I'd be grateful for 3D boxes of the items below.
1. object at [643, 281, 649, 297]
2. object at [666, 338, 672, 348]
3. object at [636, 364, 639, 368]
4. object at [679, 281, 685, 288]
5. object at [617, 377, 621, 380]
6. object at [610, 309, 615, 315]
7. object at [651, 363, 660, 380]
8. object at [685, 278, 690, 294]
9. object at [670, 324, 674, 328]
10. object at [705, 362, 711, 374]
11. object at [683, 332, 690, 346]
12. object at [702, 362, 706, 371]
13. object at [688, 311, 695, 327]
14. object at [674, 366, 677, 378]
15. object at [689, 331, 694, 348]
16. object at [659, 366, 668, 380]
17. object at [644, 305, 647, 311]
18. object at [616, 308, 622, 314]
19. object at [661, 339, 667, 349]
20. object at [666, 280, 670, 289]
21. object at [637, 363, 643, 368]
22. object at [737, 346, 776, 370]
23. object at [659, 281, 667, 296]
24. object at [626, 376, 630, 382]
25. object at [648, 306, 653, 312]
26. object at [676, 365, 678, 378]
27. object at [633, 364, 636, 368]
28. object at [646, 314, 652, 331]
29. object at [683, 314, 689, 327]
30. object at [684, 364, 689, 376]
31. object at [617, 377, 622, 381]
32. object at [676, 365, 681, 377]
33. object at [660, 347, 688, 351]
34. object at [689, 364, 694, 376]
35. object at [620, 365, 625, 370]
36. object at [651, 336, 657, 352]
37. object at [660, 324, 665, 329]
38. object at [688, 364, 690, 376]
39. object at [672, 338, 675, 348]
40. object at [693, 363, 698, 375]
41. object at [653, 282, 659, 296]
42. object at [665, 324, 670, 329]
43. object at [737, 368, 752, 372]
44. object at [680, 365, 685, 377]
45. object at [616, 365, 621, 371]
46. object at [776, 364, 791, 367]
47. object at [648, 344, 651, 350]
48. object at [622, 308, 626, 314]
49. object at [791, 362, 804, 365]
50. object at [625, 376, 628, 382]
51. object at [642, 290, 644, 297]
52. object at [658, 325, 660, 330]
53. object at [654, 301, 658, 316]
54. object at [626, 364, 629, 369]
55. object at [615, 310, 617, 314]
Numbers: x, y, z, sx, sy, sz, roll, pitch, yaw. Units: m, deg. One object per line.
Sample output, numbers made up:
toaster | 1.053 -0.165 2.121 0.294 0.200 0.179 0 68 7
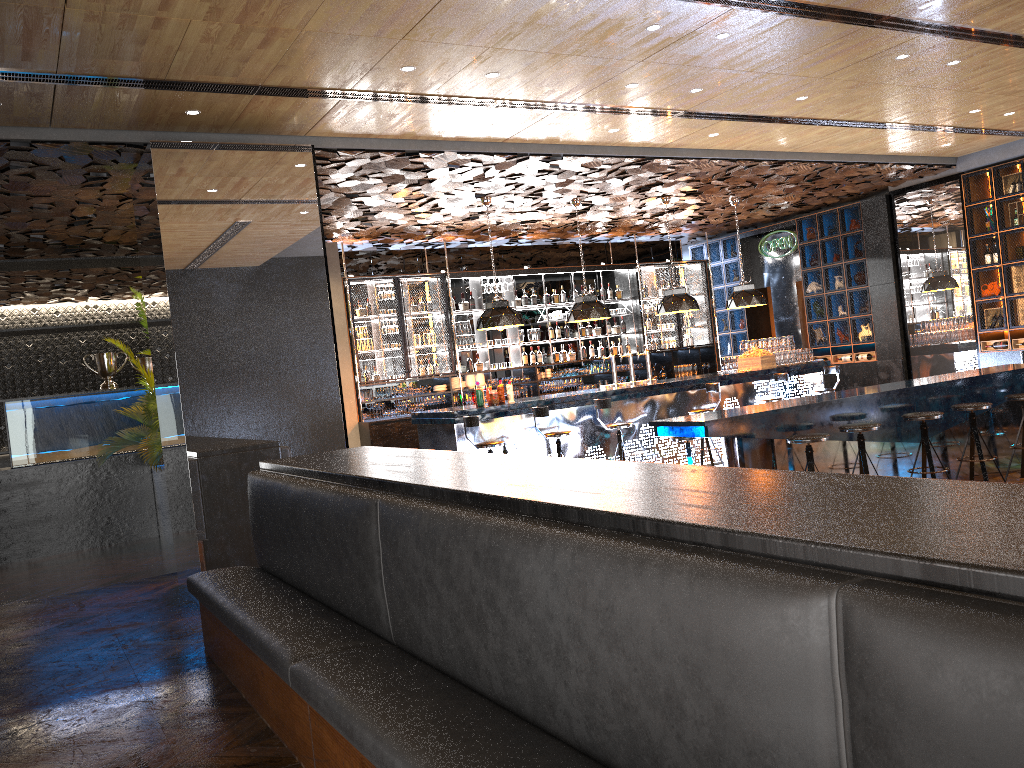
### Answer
object | 2.293 -1.624 15.214 0.086 0.297 0.086 -6 1 19
object | 2.714 -0.688 15.300 0.105 0.209 0.105 -7 1 -45
object | 2.096 -0.302 14.908 0.098 0.070 0.088 -6 1 -2
object | 2.994 -1.702 15.609 0.083 0.282 0.083 -7 1 -14
object | 1.798 -0.035 14.797 0.106 0.148 0.106 -6 1 3
object | 1.676 -1.199 14.806 0.089 0.092 0.089 -7 1 -30
object | 2.431 -0.195 15.123 0.170 0.313 0.170 -7 1 -35
object | 3.100 -1.724 15.701 0.086 0.298 0.086 -6 1 24
object | 2.795 -1.011 15.571 0.089 0.092 0.089 -6 1 45
object | 3.449 -0.273 15.594 0.101 0.227 0.101 -6 1 38
object | 3.062 -0.769 15.603 0.083 0.282 0.083 -7 1 -44
object | 3.344 -0.259 15.489 0.101 0.227 0.101 -6 1 38
object | 3.174 -1.149 15.684 0.083 0.282 0.083 -7 1 -19
object | 2.782 -0.193 15.175 0.079 0.231 0.079 -6 1 6
object | 3.163 -0.789 15.677 0.086 0.298 0.086 -6 1 19
object | 2.585 -0.179 15.143 0.158 0.248 0.158 -7 1 -35
object | 2.260 -1.290 15.117 0.089 0.092 0.089 -6 1 -4
object | 1.794 -1.213 14.830 0.089 0.092 0.089 -6 1 10
object | 2.652 -0.682 15.397 0.105 0.209 0.105 -7 1 -45
object | 2.750 -1.673 15.470 0.083 0.282 0.083 -7 1 -44
object | 2.147 -0.307 14.823 0.088 0.070 0.098 -7 1 -20
object | 3.441 -0.371 12.449 0.340 0.332 0.464 -7 1 -26
object | 2.613 -1.654 15.394 0.123 0.279 0.123 -7 1 -26
object | 1.954 -0.051 14.754 0.106 0.148 0.106 -7 1 -20
object | 2.363 -1.282 15.161 0.089 0.092 0.089 -6 1 21
object | 2.854 -0.206 15.426 0.079 0.231 0.079 -6 1 3
object | 2.034 -0.294 14.817 0.088 0.070 0.098 -6 1 6
object | 2.345 -1.055 15.229 0.086 0.298 0.086 -6 1 19
object | 3.054 -1.143 15.620 0.086 0.299 0.086 -6 1 19
object | 3.026 -0.223 15.318 0.079 0.231 0.079 -6 1 -3
object | 1.838 -0.042 14.954 0.106 0.148 0.106 -6 1 10
object | 2.870 -0.204 15.227 0.079 0.231 0.079 -7 1 -33
object | 2.808 -0.604 15.390 0.437 0.019 0.273 -7 1 -29
object | 3.106 -0.233 15.360 0.079 0.231 0.079 -6 1 6
object | 1.834 -0.274 14.661 0.084 0.082 0.084 -7 1 -12
object | 2.433 -0.701 15.250 0.086 0.299 0.086 -6 1 19
object | 2.585 -0.982 15.248 0.089 0.092 0.089 -6 1 45
object | 3.104 -0.234 15.463 0.079 0.231 0.079 -6 1 40
object | 2.788 -0.698 15.414 0.105 0.209 0.105 -7 1 -45
object | 3.194 -0.244 15.412 0.079 0.231 0.079 -7 1 -33
object | 2.479 -1.640 15.316 0.083 0.282 0.083 -7 1 -29
object | 2.689 -0.996 15.373 0.089 0.092 0.089 -7 1 -29
object | 3.203 -0.187 12.195 0.198 0.045 0.377 -6 1 9
object | 2.941 -0.213 15.270 0.079 0.231 0.079 -6 1 37
object | 1.749 -0.264 14.614 0.084 0.082 0.084 -7 1 -29
object | 3.716 -0.252 12.616 0.273 0.019 0.437 -7 1 -29
object | 2.296 -0.673 15.152 0.123 0.279 0.123 -7 1 -40
object | 1.878 -1.223 14.885 0.089 0.092 0.089 -7 1 -44
object | 3.956 -0.281 12.762 0.273 0.019 0.437 -7 1 -29
object | 1.896 -0.047 14.855 0.106 0.148 0.106 -6 1 -1
object | 2.172 -1.599 15.125 0.123 0.279 0.123 -7 1 -21
object | 2.569 -0.982 15.355 0.089 0.092 0.089 -6 1 27
object | 2.517 -1.314 15.407 0.092 0.244 0.092 -7 1 -35
object | 1.937 -0.287 14.720 0.084 0.082 0.084 -6 1 43
object | 1.778 -1.214 15.016 0.089 0.092 0.089 -6 1 10
